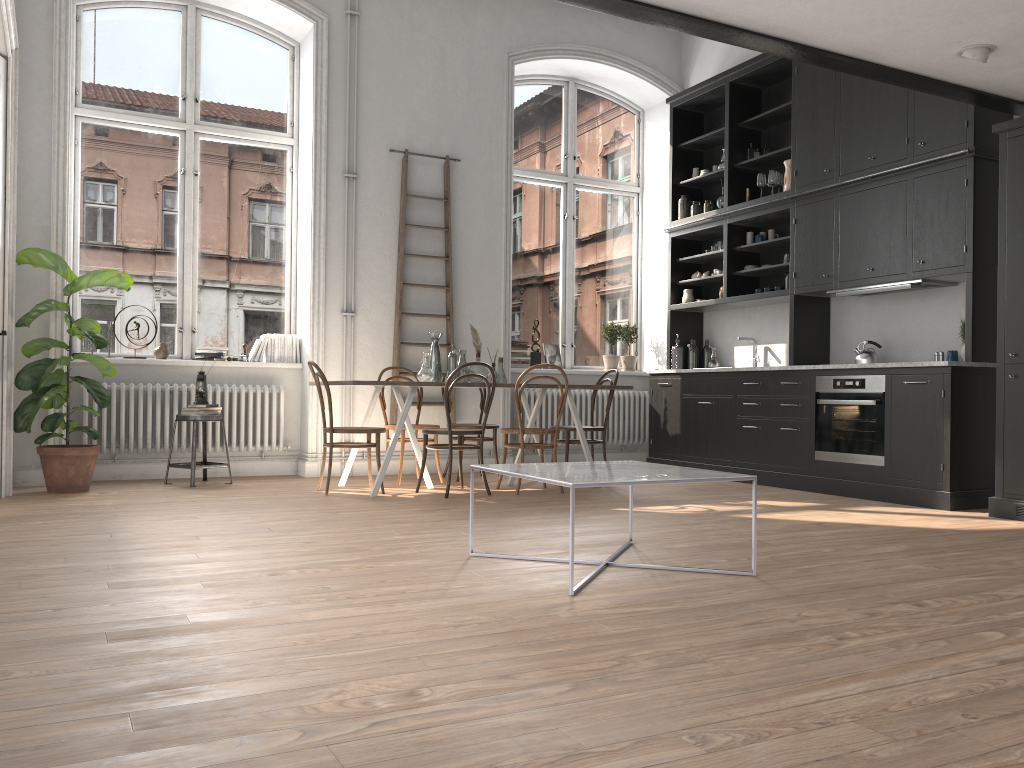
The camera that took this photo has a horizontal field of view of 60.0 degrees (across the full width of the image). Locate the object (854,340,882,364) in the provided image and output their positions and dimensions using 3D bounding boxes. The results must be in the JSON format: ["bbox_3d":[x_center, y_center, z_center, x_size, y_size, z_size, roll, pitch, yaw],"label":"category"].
[{"bbox_3d":[2.668,-0.235,6.665,0.171,0.186,0.171,1,0,-16],"label":"object"}]

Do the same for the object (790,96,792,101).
[{"bbox_3d":[2.374,-2.363,7.416,0.056,0.121,0.167,1,-1,-2],"label":"object"}]

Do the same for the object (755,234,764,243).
[{"bbox_3d":[2.154,-1.248,7.724,0.082,0.093,0.140,1,-1,28],"label":"object"}]

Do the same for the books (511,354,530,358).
[{"bbox_3d":[0.022,-0.267,8.557,0.245,0.028,0.193,1,-1,-32],"label":"books"}]

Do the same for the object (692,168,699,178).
[{"bbox_3d":[1.765,-1.998,8.515,0.059,0.135,0.082,1,0,1],"label":"object"}]

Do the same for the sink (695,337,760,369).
[{"bbox_3d":[1.974,-0.165,7.861,0.514,0.504,0.526,1,-1,-27],"label":"sink"}]

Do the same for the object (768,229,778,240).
[{"bbox_3d":[2.262,-1.269,7.693,0.059,0.135,0.082,1,0,-44],"label":"object"}]

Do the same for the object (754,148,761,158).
[{"bbox_3d":[2.144,-1.996,7.750,0.053,0.125,0.041,1,0,30],"label":"object"}]

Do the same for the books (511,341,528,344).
[{"bbox_3d":[0.030,-0.401,8.556,0.205,0.020,0.155,1,-1,-27],"label":"books"}]

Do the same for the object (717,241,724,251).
[{"bbox_3d":[1.914,-1.254,8.135,0.060,0.107,0.060,1,0,0],"label":"object"}]

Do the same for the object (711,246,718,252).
[{"bbox_3d":[1.869,-1.234,8.194,0.064,0.069,0.064,1,0,20],"label":"object"}]

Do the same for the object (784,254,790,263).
[{"bbox_3d":[2.286,-1.035,7.372,0.058,0.094,0.058,1,0,12],"label":"object"}]

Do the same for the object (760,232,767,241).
[{"bbox_3d":[2.204,-1.268,7.820,0.082,0.135,0.059,1,0,1],"label":"object"}]

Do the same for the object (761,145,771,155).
[{"bbox_3d":[2.240,-2.020,7.831,0.065,0.177,0.084,1,0,-5],"label":"object"}]

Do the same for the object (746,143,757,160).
[{"bbox_3d":[2.114,-2.033,7.834,0.084,0.199,0.065,1,0,-5],"label":"object"}]

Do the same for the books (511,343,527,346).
[{"bbox_3d":[0.017,-0.379,8.550,0.231,0.023,0.162,1,-1,-12],"label":"books"}]

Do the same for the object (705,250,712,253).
[{"bbox_3d":[1.836,-1.223,8.270,0.071,0.047,0.071,1,-1,10],"label":"object"}]

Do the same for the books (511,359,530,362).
[{"bbox_3d":[0.021,-0.227,8.538,0.249,0.023,0.175,1,-1,-27],"label":"books"}]

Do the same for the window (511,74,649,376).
[{"bbox_3d":[4.838,-5.824,14.595,14.386,15.935,26.398,1,-1,-27],"label":"window"}]

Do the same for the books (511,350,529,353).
[{"bbox_3d":[0.029,-0.315,8.562,0.222,0.024,0.158,1,-1,-27],"label":"books"}]

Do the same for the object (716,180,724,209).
[{"bbox_3d":[1.905,-1.738,7.957,0.134,0.357,0.134,1,0,18],"label":"object"}]

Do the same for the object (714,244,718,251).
[{"bbox_3d":[1.917,-1.252,8.277,0.060,0.107,0.060,1,0,30],"label":"object"}]

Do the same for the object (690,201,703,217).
[{"bbox_3d":[1.737,-1.634,8.340,0.114,0.155,0.114,1,0,-24],"label":"object"}]

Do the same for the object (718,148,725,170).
[{"bbox_3d":[1.952,-2.043,8.128,0.132,0.219,0.132,0,0,37],"label":"object"}]

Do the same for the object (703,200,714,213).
[{"bbox_3d":[1.832,-1.631,8.274,0.096,0.150,0.096,1,0,-39],"label":"object"}]

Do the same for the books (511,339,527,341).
[{"bbox_3d":[0.021,-0.422,8.562,0.201,0.024,0.159,1,-1,-37],"label":"books"}]

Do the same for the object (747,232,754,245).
[{"bbox_3d":[2.105,-1.268,7.829,0.059,0.135,0.082,1,0,31],"label":"object"}]

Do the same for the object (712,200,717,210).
[{"bbox_3d":[1.895,-1.641,8.408,0.092,0.184,0.092,1,0,28],"label":"object"}]

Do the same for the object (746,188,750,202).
[{"bbox_3d":[2.068,-1.640,7.774,0.123,0.161,0.123,1,0,-19],"label":"object"}]

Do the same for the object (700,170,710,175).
[{"bbox_3d":[1.835,-1.979,8.431,0.096,0.095,0.096,1,0,7],"label":"object"}]

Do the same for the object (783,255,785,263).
[{"bbox_3d":[2.297,-1.034,7.444,0.058,0.094,0.058,1,0,12],"label":"object"}]

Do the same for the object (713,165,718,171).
[{"bbox_3d":[1.933,-1.997,8.398,0.059,0.135,0.082,1,0,-4],"label":"object"}]

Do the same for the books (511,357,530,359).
[{"bbox_3d":[0.023,-0.246,8.556,0.255,0.014,0.192,1,-1,-24],"label":"books"}]

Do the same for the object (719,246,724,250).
[{"bbox_3d":[1.919,-1.224,8.065,0.071,0.047,0.071,1,-1,10],"label":"object"}]

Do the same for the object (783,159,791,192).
[{"bbox_3d":[2.270,-1.696,7.261,0.094,0.267,0.116,1,0,15],"label":"object"}]

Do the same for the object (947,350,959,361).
[{"bbox_3d":[3.042,-0.183,6.134,0.140,0.093,0.082,1,-1,-37],"label":"object"}]

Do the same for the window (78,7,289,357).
[{"bbox_3d":[-2.679,-1.657,7.349,1.622,2.843,0.013,1,0,-27],"label":"window"}]

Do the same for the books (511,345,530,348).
[{"bbox_3d":[0.024,-0.358,8.554,0.244,0.019,0.174,1,-1,-27],"label":"books"}]

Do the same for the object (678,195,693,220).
[{"bbox_3d":[1.654,-1.675,8.458,0.118,0.238,0.118,1,0,-42],"label":"object"}]

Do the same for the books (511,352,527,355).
[{"bbox_3d":[0.028,-0.292,8.555,0.205,0.022,0.155,1,-1,-13],"label":"books"}]

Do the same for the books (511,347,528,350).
[{"bbox_3d":[0.029,-0.337,8.556,0.205,0.022,0.155,1,-1,-32],"label":"books"}]

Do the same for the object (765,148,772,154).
[{"bbox_3d":[2.231,-1.994,7.723,0.044,0.121,0.058,1,0,0],"label":"object"}]

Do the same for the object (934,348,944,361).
[{"bbox_3d":[3.009,-0.193,6.245,0.040,0.116,0.080,1,0,-22],"label":"object"}]
